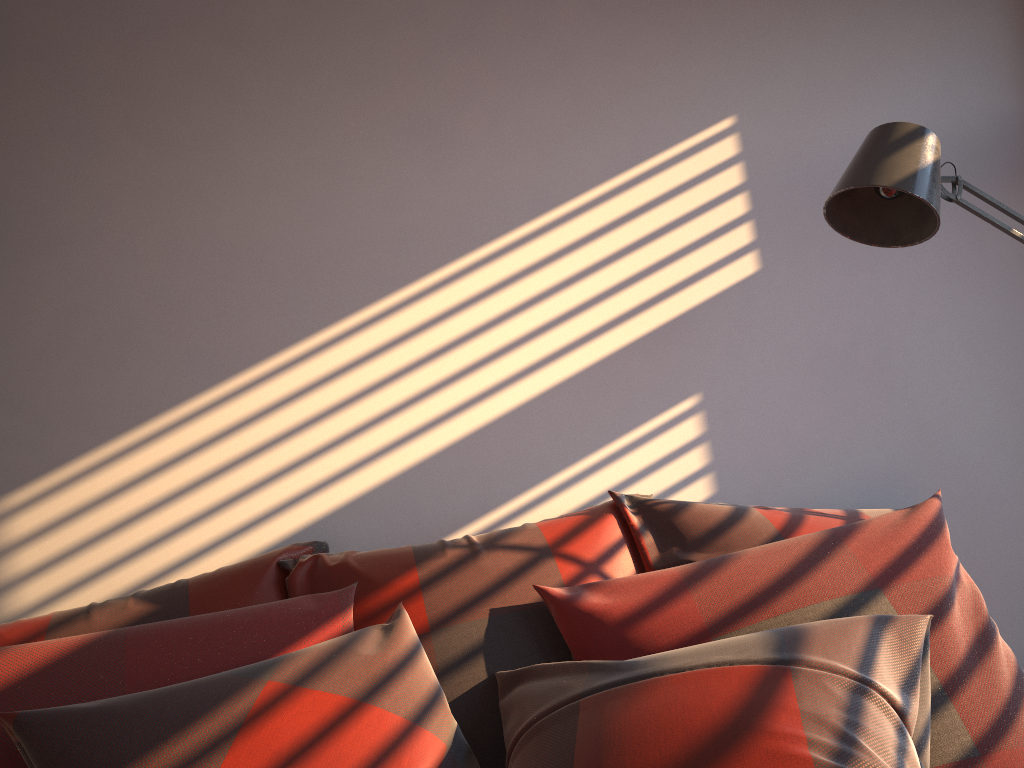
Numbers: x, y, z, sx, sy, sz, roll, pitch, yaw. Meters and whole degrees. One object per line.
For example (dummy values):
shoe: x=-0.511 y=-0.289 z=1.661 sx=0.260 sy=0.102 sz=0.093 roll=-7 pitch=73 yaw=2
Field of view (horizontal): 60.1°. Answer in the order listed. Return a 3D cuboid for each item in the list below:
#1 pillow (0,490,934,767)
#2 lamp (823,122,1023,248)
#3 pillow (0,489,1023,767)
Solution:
pillow: x=0.031 y=0.559 z=1.317 sx=2.139 sy=0.731 sz=1.150 roll=-8 pitch=-5 yaw=-10
lamp: x=0.989 y=0.073 z=1.656 sx=0.787 sy=1.123 sz=0.281 roll=-7 pitch=-4 yaw=-16
pillow: x=-0.056 y=0.547 z=1.341 sx=1.812 sy=0.549 sz=0.530 roll=-8 pitch=-5 yaw=-7
